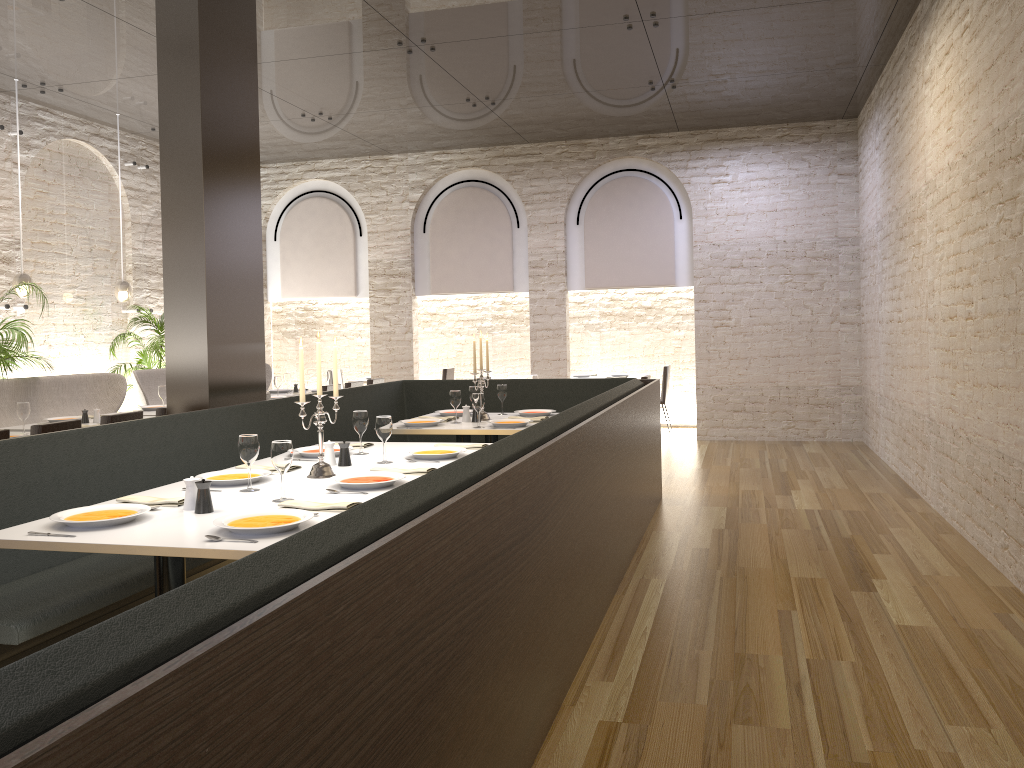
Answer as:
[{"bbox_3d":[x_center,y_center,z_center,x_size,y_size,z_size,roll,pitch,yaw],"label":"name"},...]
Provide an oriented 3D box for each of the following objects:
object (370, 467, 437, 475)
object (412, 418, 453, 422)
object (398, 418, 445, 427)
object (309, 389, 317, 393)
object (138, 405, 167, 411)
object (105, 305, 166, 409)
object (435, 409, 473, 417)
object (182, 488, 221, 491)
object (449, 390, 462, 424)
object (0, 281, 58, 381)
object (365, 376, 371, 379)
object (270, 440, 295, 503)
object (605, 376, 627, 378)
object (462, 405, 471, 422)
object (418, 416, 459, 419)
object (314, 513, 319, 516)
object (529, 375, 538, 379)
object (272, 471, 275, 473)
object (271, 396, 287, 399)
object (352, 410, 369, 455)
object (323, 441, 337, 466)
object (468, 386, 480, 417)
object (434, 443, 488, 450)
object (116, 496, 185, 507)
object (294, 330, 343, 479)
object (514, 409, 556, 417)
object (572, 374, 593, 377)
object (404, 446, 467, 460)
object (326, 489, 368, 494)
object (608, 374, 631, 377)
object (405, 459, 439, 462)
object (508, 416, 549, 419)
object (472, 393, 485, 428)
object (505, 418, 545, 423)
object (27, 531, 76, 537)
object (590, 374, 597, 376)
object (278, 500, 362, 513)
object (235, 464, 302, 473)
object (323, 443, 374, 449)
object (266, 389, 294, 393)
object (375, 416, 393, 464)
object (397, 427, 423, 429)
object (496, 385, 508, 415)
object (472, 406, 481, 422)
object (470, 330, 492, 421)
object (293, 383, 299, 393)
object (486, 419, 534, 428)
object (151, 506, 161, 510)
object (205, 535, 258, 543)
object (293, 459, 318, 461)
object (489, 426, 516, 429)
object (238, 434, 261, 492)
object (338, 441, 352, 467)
[{"bbox_3d":[-0.494,0.396,4.047,0.273,0.033,0.143,0,3,15],"label":"object"},{"bbox_3d":[-0.582,0.263,6.429,0.273,0.033,0.143,0,3,15],"label":"object"},{"bbox_3d":[-0.628,0.273,6.149,0.321,0.036,0.322,-2,3,-9],"label":"object"},{"bbox_3d":[-2.178,0.081,10.155,0.322,0.036,0.321,-4,4,-38],"label":"object"},{"bbox_3d":[-3.266,0.220,8.123,0.322,0.036,0.321,-4,4,-38],"label":"object"},{"bbox_3d":[-4.010,-0.079,10.157,1.145,1.973,1.189,-1,1,-5],"label":"object"},{"bbox_3d":[-0.438,0.228,6.871,0.321,0.036,0.322,-1,3,10],"label":"object"},{"bbox_3d":[-1.284,0.438,3.674,0.185,0.010,0.017,0,3,15],"label":"object"},{"bbox_3d":[-0.399,0.162,6.267,0.086,0.231,0.086,-2,1,-39],"label":"object"},{"bbox_3d":[-4.649,0.070,7.778,1.146,1.973,1.188,-2,2,-35],"label":"object"},{"bbox_3d":[-2.036,-0.089,13.087,0.322,0.036,0.322,-4,4,-40],"label":"object"},{"bbox_3d":[-0.883,0.335,3.408,0.086,0.231,0.086,-2,1,-33],"label":"object"},{"bbox_3d":[1.391,-0.086,11.815,0.273,0.033,0.143,0,3,15],"label":"object"},{"bbox_3d":[-0.328,0.212,6.353,0.069,0.126,0.069,-2,2,-33],"label":"object"},{"bbox_3d":[-0.543,0.253,6.578,0.273,0.033,0.143,0,3,15],"label":"object"},{"bbox_3d":[-0.767,0.458,3.121,0.185,0.010,0.017,0,3,15],"label":"object"},{"bbox_3d":[0.207,0.030,8.359,0.086,0.231,0.086,0,2,45],"label":"object"},{"bbox_3d":[-1.174,0.409,4.091,0.181,0.015,0.038,0,3,16],"label":"object"},{"bbox_3d":[-2.467,0.150,9.052,0.322,0.036,0.321,-4,4,-38],"label":"object"},{"bbox_3d":[-0.805,0.259,4.716,0.086,0.231,0.086,-1,1,27],"label":"object"},{"bbox_3d":[-0.892,0.339,4.331,0.069,0.126,0.069,-1,1,8],"label":"object"},{"bbox_3d":[-0.284,0.134,6.706,0.086,0.231,0.086,-2,1,-39],"label":"object"},{"bbox_3d":[-0.276,0.344,4.879,0.273,0.033,0.143,0,3,15],"label":"object"},{"bbox_3d":[-1.368,0.451,3.425,0.273,0.033,0.143,0,3,15],"label":"object"},{"bbox_3d":[-0.863,0.088,3.980,0.131,0.656,0.390,-1,2,25],"label":"object"},{"bbox_3d":[0.175,0.223,6.708,0.321,0.036,0.322,-3,4,-27],"label":"object"},{"bbox_3d":[0.964,-0.111,12.301,0.322,0.036,0.322,-4,4,-40],"label":"object"},{"bbox_3d":[-0.391,0.358,4.545,0.321,0.036,0.322,-1,3,10],"label":"object"},{"bbox_3d":[-0.660,0.429,3.534,0.181,0.015,0.038,0,3,16],"label":"object"},{"bbox_3d":[1.483,-0.115,12.162,0.322,0.036,0.322,-4,4,-40],"label":"object"},{"bbox_3d":[-0.442,0.377,4.365,0.181,0.015,0.038,0,3,16],"label":"object"},{"bbox_3d":[0.121,0.249,6.398,0.273,0.033,0.143,0,3,15],"label":"object"},{"bbox_3d":[-0.224,0.177,5.924,0.086,0.231,0.086,-2,1,-39],"label":"object"},{"bbox_3d":[0.082,0.258,6.248,0.273,0.033,0.143,0,3,15],"label":"object"},{"bbox_3d":[-1.492,0.488,2.877,0.185,0.010,0.017,0,3,15],"label":"object"},{"bbox_3d":[1.067,-0.125,12.626,0.273,0.033,0.143,0,3,15],"label":"object"},{"bbox_3d":[-0.702,0.445,3.251,0.273,0.033,0.143,0,3,15],"label":"object"},{"bbox_3d":[-1.159,0.401,4.222,0.273,0.033,0.143,0,3,15],"label":"object"},{"bbox_3d":[-0.942,0.349,5.053,0.273,0.033,0.143,0,3,15],"label":"object"},{"bbox_3d":[-2.698,0.084,10.293,0.322,0.036,0.321,-4,4,-38],"label":"object"},{"bbox_3d":[-0.630,0.274,4.373,0.086,0.231,0.086,-1,1,27],"label":"object"},{"bbox_3d":[-0.687,0.295,5.952,0.185,0.010,0.017,0,3,15],"label":"object"},{"bbox_3d":[-0.075,0.122,6.845,0.086,0.231,0.086,-2,1,-15],"label":"object"},{"bbox_3d":[-0.256,0.213,6.309,0.069,0.126,0.069,-2,2,-33],"label":"object"},{"bbox_3d":[-0.221,-0.066,6.431,0.131,0.656,0.390,-1,2,25],"label":"object"},{"bbox_3d":[-2.479,0.048,10.164,0.059,0.109,0.059,-2,2,-40],"label":"object"},{"bbox_3d":[-0.014,0.268,5.987,0.321,0.036,0.322,-2,3,-9],"label":"object"},{"bbox_3d":[-1.382,0.459,3.295,0.181,0.015,0.038,0,3,16],"label":"object"},{"bbox_3d":[-0.868,0.479,2.737,0.181,0.015,0.038,0,3,16],"label":"object"},{"bbox_3d":[-1.066,0.386,4.505,0.185,0.010,0.017,0,3,15],"label":"object"},{"bbox_3d":[-0.063,0.287,5.812,0.181,0.015,0.038,0,3,16],"label":"object"},{"bbox_3d":[-1.084,0.325,3.652,0.086,0.231,0.086,-1,1,15],"label":"object"},{"bbox_3d":[-0.814,0.339,4.307,0.069,0.126,0.069,-1,1,8],"label":"object"}]
